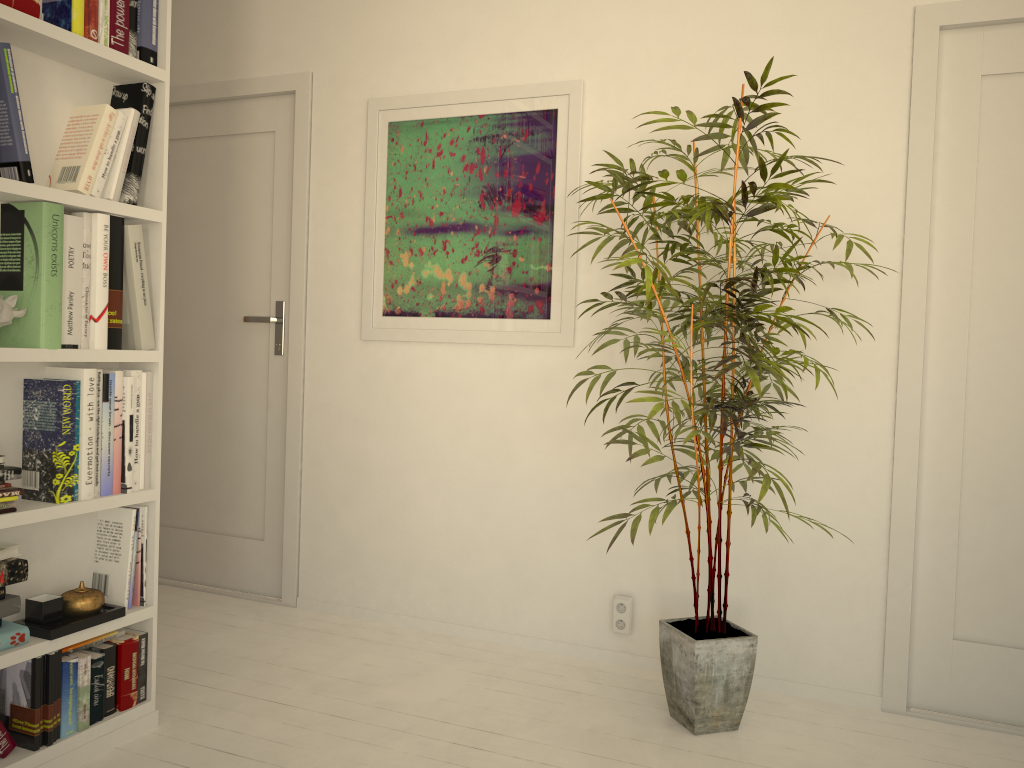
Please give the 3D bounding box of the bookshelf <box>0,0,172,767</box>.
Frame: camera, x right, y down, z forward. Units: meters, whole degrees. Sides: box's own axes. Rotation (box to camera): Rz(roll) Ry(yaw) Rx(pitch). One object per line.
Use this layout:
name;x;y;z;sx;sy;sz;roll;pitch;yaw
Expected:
bookshelf;-1.136;-0.553;1.995;0.249;2.900;0.710;3;2;23

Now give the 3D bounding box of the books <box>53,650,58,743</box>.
books;-1.143;0.715;2.080;0.202;0.214;0.015;3;2;23

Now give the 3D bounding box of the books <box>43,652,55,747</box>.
books;-1.142;0.716;2.063;0.202;0.214;0.015;3;2;23

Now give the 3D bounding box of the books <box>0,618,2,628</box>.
books;-1.242;0.524;1.868;0.168;0.024;0.241;3;2;18

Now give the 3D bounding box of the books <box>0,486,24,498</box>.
books;-1.222;0.233;1.891;0.197;0.014;0.255;3;3;33

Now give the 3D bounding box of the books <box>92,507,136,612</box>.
books;-1.060;0.441;2.283;0.209;0.257;0.034;3;2;23

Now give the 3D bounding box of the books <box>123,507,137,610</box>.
books;-1.058;0.441;2.293;0.198;0.256;0.030;3;2;23

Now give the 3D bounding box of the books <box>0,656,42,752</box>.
books;-1.159;0.716;2.037;0.202;0.214;0.015;3;2;23

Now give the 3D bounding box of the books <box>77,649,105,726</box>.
books;-1.104;0.738;2.195;0.209;0.163;0.048;3;2;23

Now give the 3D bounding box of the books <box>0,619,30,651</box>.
books;-1.233;0.558;1.891;0.204;0.038;0.297;3;2;28

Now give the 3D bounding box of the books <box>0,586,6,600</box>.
books;-1.224;0.457;1.863;0.143;0.039;0.247;3;2;20

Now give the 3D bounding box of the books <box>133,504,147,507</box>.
books;-1.014;0.441;2.323;0.139;0.256;0.011;3;2;23

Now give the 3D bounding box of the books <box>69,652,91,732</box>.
books;-1.119;0.733;2.158;0.222;0.176;0.032;3;2;23

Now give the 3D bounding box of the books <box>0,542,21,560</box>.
books;-1.228;0.376;1.887;0.162;0.024;0.297;3;2;14

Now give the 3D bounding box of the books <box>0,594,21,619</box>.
books;-1.223;0.493;1.869;0.165;0.039;0.297;3;2;18

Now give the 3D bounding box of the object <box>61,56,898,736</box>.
object;-0.018;0.065;2.412;2.088;1.711;0.778;2;2;4

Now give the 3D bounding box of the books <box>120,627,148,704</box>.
books;-1.058;0.728;2.334;0.230;0.176;0.032;3;2;23

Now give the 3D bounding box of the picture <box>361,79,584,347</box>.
picture;-0.159;-0.580;3.082;0.822;0.876;0.012;3;2;23

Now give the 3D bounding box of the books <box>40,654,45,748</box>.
books;-1.160;0.716;2.054;0.202;0.214;0.015;3;2;23

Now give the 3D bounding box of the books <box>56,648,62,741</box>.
books;-1.142;0.715;2.096;0.202;0.214;0.015;3;2;23

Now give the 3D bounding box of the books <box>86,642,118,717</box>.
books;-1.098;0.733;2.245;0.221;0.170;0.050;3;2;23

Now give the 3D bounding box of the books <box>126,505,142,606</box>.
books;-1.040;0.440;2.316;0.184;0.256;0.008;3;2;23

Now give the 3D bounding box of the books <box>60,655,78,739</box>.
books;-1.138;0.732;2.126;0.224;0.179;0.044;3;2;23

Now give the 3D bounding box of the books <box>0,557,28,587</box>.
books;-1.217;0.414;1.879;0.185;0.047;0.285;3;2;23

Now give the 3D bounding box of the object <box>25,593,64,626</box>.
object;-1.100;0.530;2.086;0.058;0.055;0.058;3;2;23

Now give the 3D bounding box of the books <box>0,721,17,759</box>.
books;-1.193;0.733;1.953;0.136;0.188;0.131;3;2;23

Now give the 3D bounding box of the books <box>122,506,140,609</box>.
books;-1.022;0.443;2.288;0.130;0.258;0.033;3;2;23

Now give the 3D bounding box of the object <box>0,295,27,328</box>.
object;-1.171;-0.154;1.844;0.137;0.150;0.311;3;2;31

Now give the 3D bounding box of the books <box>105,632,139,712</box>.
books;-1.058;0.729;2.286;0.202;0.180;0.056;3;2;23

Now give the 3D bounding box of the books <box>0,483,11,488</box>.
books;-1.212;0.223;1.865;0.135;0.008;0.250;3;2;19

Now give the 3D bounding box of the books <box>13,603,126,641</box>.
books;-1.061;0.564;2.129;0.130;0.023;0.215;3;2;23

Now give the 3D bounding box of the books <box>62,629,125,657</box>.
books;-1.087;0.635;2.206;0.130;0.012;0.193;3;2;23

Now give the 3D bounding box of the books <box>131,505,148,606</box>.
books;-1.026;0.440;2.318;0.181;0.257;0.007;3;2;23

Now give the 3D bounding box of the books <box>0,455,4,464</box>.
books;-1.217;0.163;1.858;0.165;0.017;0.212;3;2;20

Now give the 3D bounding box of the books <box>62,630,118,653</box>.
books;-1.075;0.627;2.187;0.103;0.006;0.165;3;2;23
